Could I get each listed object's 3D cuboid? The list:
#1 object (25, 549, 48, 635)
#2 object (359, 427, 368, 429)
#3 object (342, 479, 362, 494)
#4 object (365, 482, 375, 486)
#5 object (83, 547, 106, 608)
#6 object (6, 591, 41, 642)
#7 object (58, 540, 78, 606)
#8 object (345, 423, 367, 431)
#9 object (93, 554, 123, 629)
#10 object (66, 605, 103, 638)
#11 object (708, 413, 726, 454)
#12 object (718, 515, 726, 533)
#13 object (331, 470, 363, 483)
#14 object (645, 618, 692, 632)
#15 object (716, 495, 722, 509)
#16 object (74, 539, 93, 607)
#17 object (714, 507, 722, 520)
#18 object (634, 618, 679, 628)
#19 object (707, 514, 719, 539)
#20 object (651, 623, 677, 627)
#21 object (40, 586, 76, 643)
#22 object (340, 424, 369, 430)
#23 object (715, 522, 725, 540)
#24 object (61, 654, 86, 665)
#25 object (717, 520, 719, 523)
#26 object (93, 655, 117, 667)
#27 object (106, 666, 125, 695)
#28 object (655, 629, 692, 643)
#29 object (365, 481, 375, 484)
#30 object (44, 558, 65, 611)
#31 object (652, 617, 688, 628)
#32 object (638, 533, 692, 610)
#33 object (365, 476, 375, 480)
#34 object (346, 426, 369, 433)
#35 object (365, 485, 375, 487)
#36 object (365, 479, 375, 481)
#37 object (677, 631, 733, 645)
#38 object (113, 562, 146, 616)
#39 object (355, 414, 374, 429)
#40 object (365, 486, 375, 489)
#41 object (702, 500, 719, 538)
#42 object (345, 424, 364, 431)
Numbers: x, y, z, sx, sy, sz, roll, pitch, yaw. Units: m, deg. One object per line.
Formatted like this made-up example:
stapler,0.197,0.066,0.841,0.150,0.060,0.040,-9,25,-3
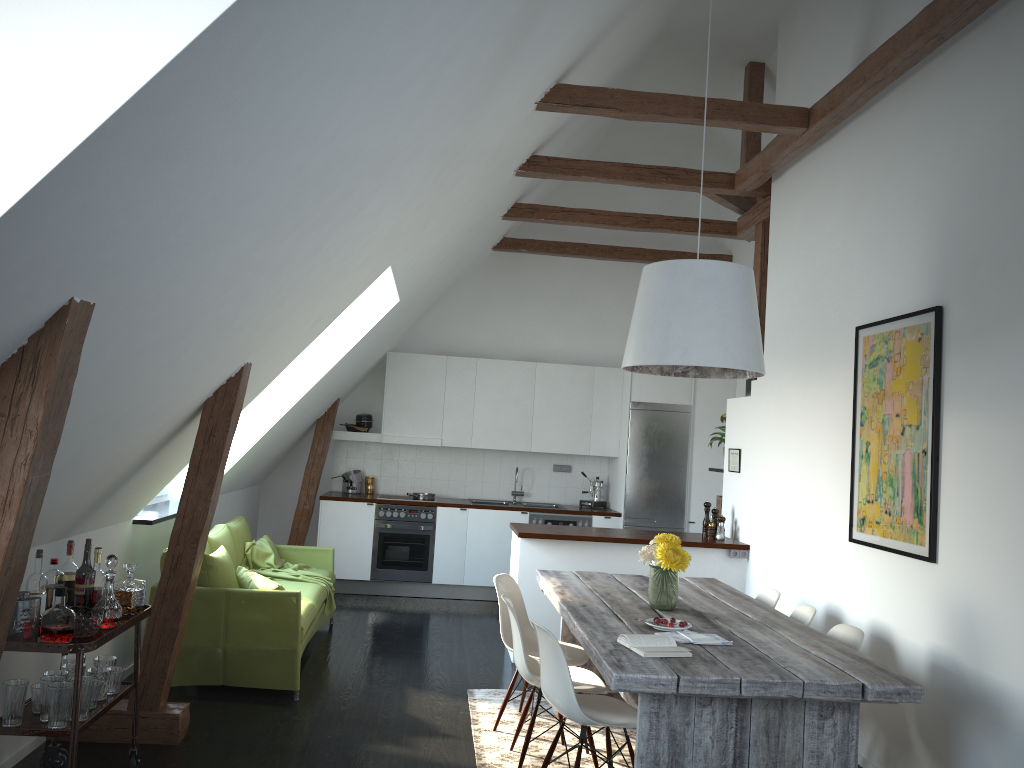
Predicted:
object,-1.818,0.794,3.386,0.073,0.320,0.073,5,-4,-14
object,-1.557,0.441,9.003,0.335,0.031,0.065,0,-5,43
object,-1.602,1.036,8.995,0.200,0.154,0.348,5,-4,-25
object,-1.463,1.029,9.112,0.099,0.057,0.101,3,-4,7
object,-1.709,0.824,3.637,0.081,0.307,0.081,4,-4,1
object,-1.803,0.858,3.263,0.052,0.182,0.135,1,-4,32
object,-1.891,0.821,3.774,0.081,0.308,0.081,4,-4,-13
object,-1.580,0.434,8.956,0.331,0.077,0.061,0,-5,44
object,-1.618,0.831,3.559,0.114,0.292,0.114,6,-4,-33
object,-1.679,0.918,3.417,0.245,0.092,0.151,2,-4,24
object,1.881,0.470,7.395,0.493,0.486,0.506,3,-4,15
object,1.583,1.080,6.701,0.058,0.184,0.058,4,-4,-8
object,-1.696,0.953,9.022,0.371,0.169,0.203,6,-4,-32
object,0.682,1.057,3.877,0.205,0.024,0.205,4,-4,-13
object,1.872,0.983,7.315,0.329,0.101,0.287,3,-4,5
object,-1.778,0.811,3.693,0.080,0.329,0.080,5,-4,-14
object,1.864,1.084,7.298,0.287,0.101,0.329,4,-4,-10
object,0.629,1.042,3.867,0.194,0.022,0.019,3,-4,11
object,1.507,1.069,6.668,0.080,0.192,0.058,5,-4,-21
object,0.666,1.052,3.875,0.110,0.011,0.058,4,-4,-1
object,-1.668,0.852,3.263,0.087,0.206,0.087,2,-4,20
object,-1.632,0.445,9.033,0.357,0.075,0.244,6,-4,-34
object,1.559,1.098,6.628,0.069,0.135,0.069,6,-4,-30
object,-1.876,1.224,3.787,0.095,0.119,0.095,7,-5,-43
object,1.858,1.183,7.292,0.329,0.101,0.287,3,-4,5
object,-1.748,1.233,3.800,0.095,0.119,0.095,7,-5,-43
object,-1.675,1.243,3.717,0.092,0.099,0.092,5,-4,-27
object,0.717,1.052,3.699,0.182,0.014,0.185,6,-4,-31
object,-1.462,1.011,9.109,0.100,0.036,0.100,6,-5,-38
object,-1.861,0.836,3.584,0.067,0.257,0.099,4,-4,0
object,0.695,1.046,3.889,0.132,0.034,0.144,6,-4,-33
object,0.753,0.919,4.359,0.233,0.365,0.293,6,-4,-34
object,-1.458,0.974,9.111,0.100,0.047,0.099,4,-4,-9
object,-1.558,0.462,9.000,0.243,0.056,0.350,5,-4,-16
object,-1.462,1.051,9.112,0.099,0.043,0.100,5,-4,-17
object,-1.461,0.994,9.110,0.100,0.036,0.100,2,-4,24
object,0.801,1.055,3.690,0.182,0.016,0.179,4,-4,-10
object,-1.662,0.886,3.853,0.101,0.211,0.101,3,-4,10
object,-1.514,0.384,9.072,0.190,0.166,0.200,7,-5,-42
object,-1.461,1.072,9.109,0.099,0.051,0.099,5,-4,-19
object,1.514,1.030,6.754,0.123,0.283,0.061,4,-4,-5
object,-1.592,0.440,8.945,0.065,0.065,0.332,6,-5,-37
